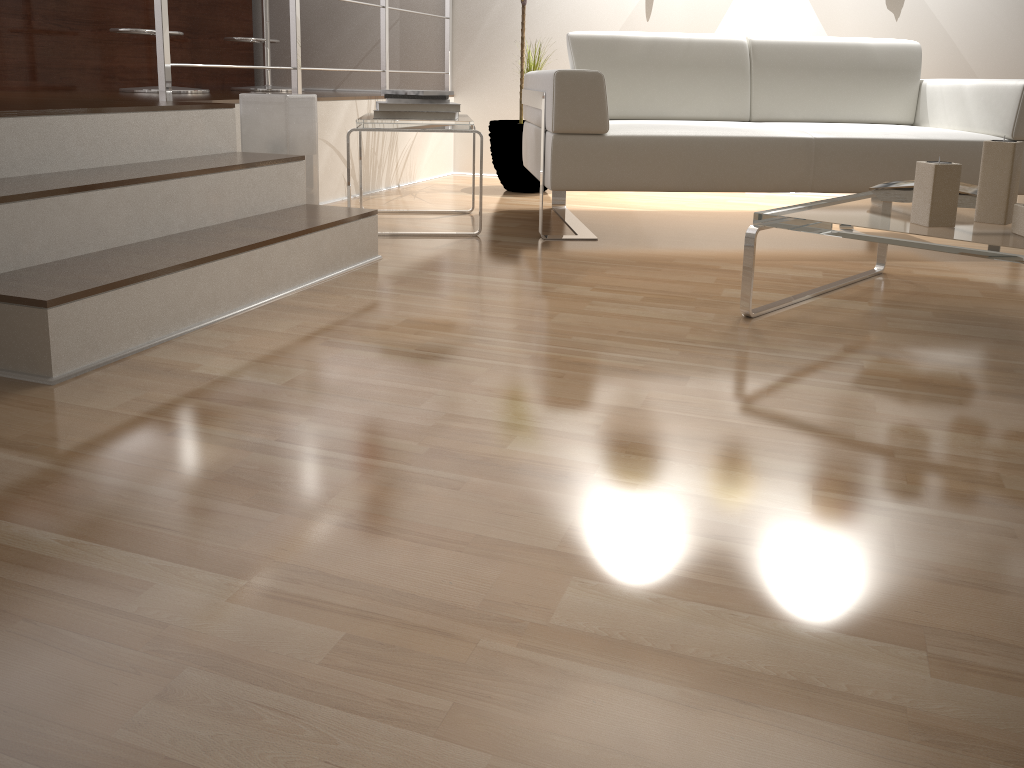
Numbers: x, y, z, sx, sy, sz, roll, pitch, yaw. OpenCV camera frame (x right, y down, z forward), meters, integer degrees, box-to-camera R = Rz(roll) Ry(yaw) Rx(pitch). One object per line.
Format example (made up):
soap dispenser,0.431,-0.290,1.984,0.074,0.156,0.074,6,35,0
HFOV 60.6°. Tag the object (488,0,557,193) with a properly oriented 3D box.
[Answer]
object,0.047,-1.659,4.208,0.445,1.426,0.513,9,14,31

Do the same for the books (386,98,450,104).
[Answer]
books,-0.340,-1.017,3.143,0.216,0.014,0.157,-3,20,-11

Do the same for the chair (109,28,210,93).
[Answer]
chair,-1.576,-1.746,3.951,0.428,0.820,0.399,7,14,23

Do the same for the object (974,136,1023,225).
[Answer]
object,1.091,-0.459,1.961,0.068,0.190,0.068,13,17,43

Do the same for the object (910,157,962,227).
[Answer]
object,0.924,-0.420,1.908,0.067,0.146,0.069,-1,13,-10

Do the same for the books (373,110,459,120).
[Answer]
books,-0.341,-0.972,3.152,0.287,0.026,0.236,1,19,-1

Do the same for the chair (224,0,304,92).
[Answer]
chair,-1.307,-1.997,4.687,0.427,0.820,0.399,5,13,15

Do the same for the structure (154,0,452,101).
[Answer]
structure,-0.739,-1.777,3.793,0.057,1.012,2.403,5,18,18

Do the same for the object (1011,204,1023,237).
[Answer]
object,1.082,-0.343,1.806,0.067,0.072,0.069,2,15,4

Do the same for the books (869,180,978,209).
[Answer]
books,1.116,-0.509,2.306,0.296,0.054,0.209,14,23,33

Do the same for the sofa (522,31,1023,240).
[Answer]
sofa,0.966,-0.968,3.345,1.781,0.715,0.941,-1,16,-5

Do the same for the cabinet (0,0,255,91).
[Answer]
cabinet,-2.160,-1.895,4.484,0.636,0.723,1.911,6,19,18

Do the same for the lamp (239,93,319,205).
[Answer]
lamp,-0.803,-0.769,3.052,0.200,0.465,0.198,6,13,19

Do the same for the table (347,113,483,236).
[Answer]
table,-0.358,-0.801,3.284,0.464,0.386,0.572,0,17,-5

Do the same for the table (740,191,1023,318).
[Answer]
table,1.070,-0.279,2.094,0.715,0.241,0.809,18,25,42

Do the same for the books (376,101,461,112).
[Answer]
books,-0.340,-0.998,3.147,0.287,0.026,0.236,-3,19,-10
